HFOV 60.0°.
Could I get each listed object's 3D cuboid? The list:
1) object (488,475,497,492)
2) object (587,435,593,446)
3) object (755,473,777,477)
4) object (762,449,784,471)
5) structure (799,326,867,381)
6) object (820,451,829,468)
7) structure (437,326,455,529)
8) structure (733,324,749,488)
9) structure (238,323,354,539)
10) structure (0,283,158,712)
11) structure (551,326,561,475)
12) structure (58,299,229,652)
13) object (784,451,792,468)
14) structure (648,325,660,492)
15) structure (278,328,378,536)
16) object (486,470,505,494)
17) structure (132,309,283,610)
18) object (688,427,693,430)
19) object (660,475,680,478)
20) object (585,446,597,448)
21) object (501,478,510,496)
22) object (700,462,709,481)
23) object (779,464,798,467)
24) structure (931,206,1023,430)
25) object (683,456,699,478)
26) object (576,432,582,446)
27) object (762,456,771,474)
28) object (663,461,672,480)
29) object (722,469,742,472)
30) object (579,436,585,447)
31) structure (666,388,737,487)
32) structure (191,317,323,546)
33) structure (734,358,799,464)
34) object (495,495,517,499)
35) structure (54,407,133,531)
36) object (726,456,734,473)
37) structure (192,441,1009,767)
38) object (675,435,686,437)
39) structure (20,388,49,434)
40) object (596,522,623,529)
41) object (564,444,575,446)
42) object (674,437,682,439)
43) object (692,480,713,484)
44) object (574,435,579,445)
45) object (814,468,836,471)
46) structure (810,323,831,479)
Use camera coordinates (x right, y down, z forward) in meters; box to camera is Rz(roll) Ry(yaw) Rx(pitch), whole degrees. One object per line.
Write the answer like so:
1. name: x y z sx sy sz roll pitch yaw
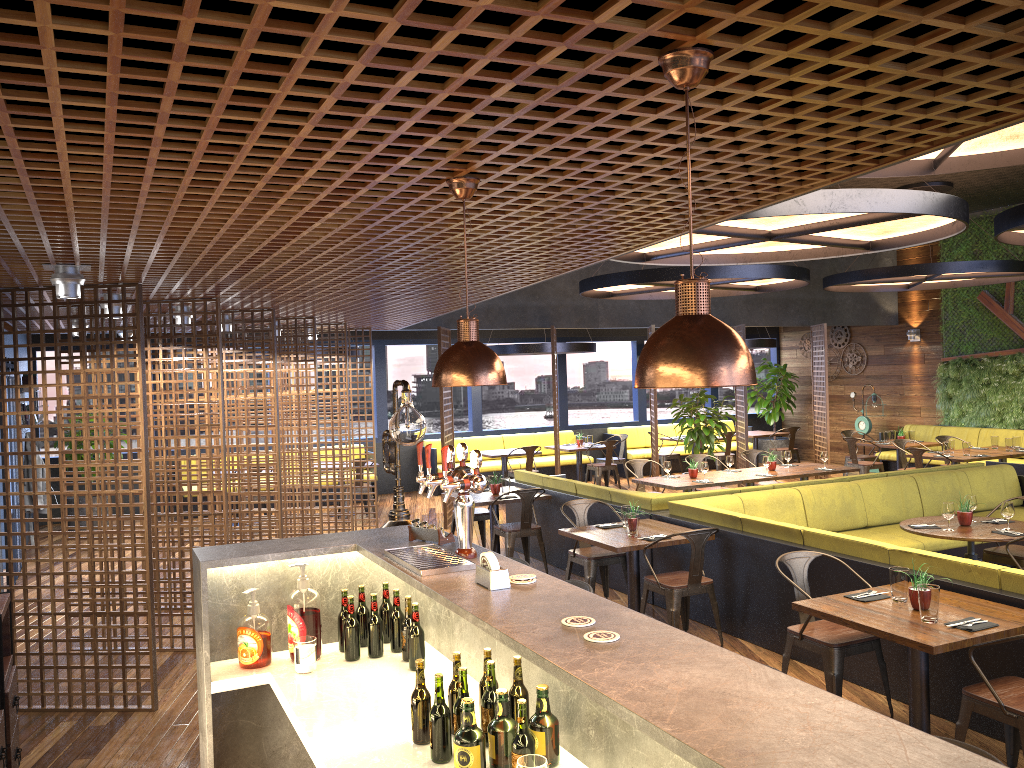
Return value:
1. object: -0.211 1.089 9.682 0.102 0.178 0.102 -2 1 -10
2. object: 1.328 0.962 15.092 0.102 0.178 0.102 -3 1 -40
3. object: 2.951 1.061 10.353 0.157 0.019 0.255 -2 1 -25
4. object: 3.163 0.918 10.816 0.238 0.271 0.260 -2 1 -4
5. structure: 6.442 -0.642 17.918 0.058 1.178 1.791 -2 1 -25
6. object: 3.842 0.931 10.897 0.097 0.206 0.097 -2 1 21
7. structure: -0.890 0.578 12.224 0.050 2.700 0.852 -2 1 5
8. structure: 3.721 0.398 14.395 0.050 2.700 0.852 -2 1 5
9. structure: -2.553 0.657 10.456 1.319 2.700 0.050 -2 1 5
10. structure: -2.954 0.739 5.659 1.319 2.700 0.050 -2 1 5
11. structure: 0.647 0.518 12.948 0.050 2.700 0.852 -2 1 5
12. structure: -2.854 0.718 6.858 1.319 2.700 0.050 -2 1 5
13. object: 3.451 0.940 11.088 0.097 0.206 0.097 -2 1 21
14. structure: 2.184 0.458 13.671 0.050 2.700 0.852 -2 1 5
15. structure: -2.453 0.636 11.655 1.319 2.700 0.050 -2 1 5
16. object: -0.167 1.044 9.510 0.260 0.271 0.238 -2 1 -24
17. structure: -2.754 0.698 8.058 1.319 2.700 0.050 -2 1 5
18. object: 3.276 0.882 16.284 0.102 0.178 0.102 -3 1 -40
19. object: 1.882 1.094 10.474 0.157 0.019 0.255 -2 1 -25
20. object: 1.301 1.047 14.798 0.255 0.019 0.157 -2 1 -26
21. object: -0.066 1.089 9.395 0.102 0.178 0.102 -2 1 -20
22. object: 2.198 0.995 10.124 0.097 0.206 0.097 -2 1 21
23. object: 3.526 1.030 11.248 0.157 0.019 0.255 -2 1 -25
24. structure: 9.387 -0.690 11.545 0.918 4.593 9.182 -2 1 -26
25. object: 2.101 0.960 10.316 0.238 0.271 0.260 -2 1 -4
26. object: 1.162 0.921 15.100 0.238 0.271 0.260 -2 1 -4
27. object: 3.020 0.963 10.510 0.097 0.206 0.097 -2 1 21
28. object: 1.808 1.004 10.314 0.097 0.206 0.097 -2 1 21
29. object: 2.704 1.062 10.861 0.157 0.019 0.255 -2 1 -25
30. object: 1.185 0.969 14.918 0.102 0.178 0.102 -3 1 -40
31. structure: 2.798 0.915 13.241 0.993 1.763 1.166 -1 1 35
32. structure: -2.653 0.677 9.257 1.319 2.700 0.050 -2 1 5
33. structure: 5.401 0.545 18.359 1.493 2.184 1.272 -2 1 -25
34. object: -0.080 1.172 9.213 0.255 0.019 0.157 -2 1 -26
35. structure: -6.188 1.207 12.994 0.993 1.763 1.166 -1 1 35
36. object: 2.629 0.972 10.701 0.097 0.206 0.097 -2 1 21
37. structure: 0.180 0.708 0.797 2.700 2.700 9.298 -2 1 -25
38. object: 3.164 0.964 16.406 0.255 0.019 0.157 -2 1 -26
39. structure: -6.241 0.339 11.587 0.293 0.563 1.220 -2 1 -25
40. object: 0.831 1.169 7.355 0.255 0.019 0.157 -2 1 -26
41. object: 1.012 1.048 15.395 0.255 0.019 0.157 -2 1 -26
42. object: 3.025 0.974 16.002 0.157 0.019 0.255 -2 1 -26
43. object: 2.130 1.093 9.966 0.157 0.019 0.255 -2 1 -25
44. object: 1.123 0.966 15.272 0.102 0.178 0.102 -3 1 -40
45. object: 3.773 1.029 10.740 0.157 0.019 0.255 -2 1 -25
46. structure: 5.258 0.339 15.119 0.050 2.700 0.852 -2 1 5
